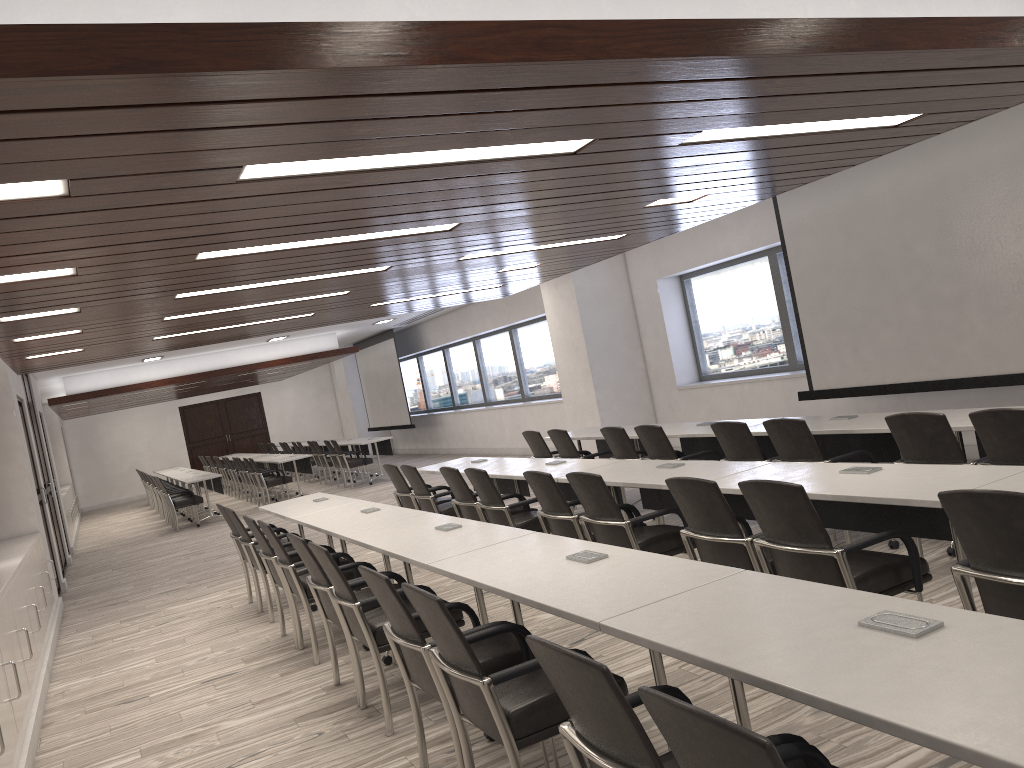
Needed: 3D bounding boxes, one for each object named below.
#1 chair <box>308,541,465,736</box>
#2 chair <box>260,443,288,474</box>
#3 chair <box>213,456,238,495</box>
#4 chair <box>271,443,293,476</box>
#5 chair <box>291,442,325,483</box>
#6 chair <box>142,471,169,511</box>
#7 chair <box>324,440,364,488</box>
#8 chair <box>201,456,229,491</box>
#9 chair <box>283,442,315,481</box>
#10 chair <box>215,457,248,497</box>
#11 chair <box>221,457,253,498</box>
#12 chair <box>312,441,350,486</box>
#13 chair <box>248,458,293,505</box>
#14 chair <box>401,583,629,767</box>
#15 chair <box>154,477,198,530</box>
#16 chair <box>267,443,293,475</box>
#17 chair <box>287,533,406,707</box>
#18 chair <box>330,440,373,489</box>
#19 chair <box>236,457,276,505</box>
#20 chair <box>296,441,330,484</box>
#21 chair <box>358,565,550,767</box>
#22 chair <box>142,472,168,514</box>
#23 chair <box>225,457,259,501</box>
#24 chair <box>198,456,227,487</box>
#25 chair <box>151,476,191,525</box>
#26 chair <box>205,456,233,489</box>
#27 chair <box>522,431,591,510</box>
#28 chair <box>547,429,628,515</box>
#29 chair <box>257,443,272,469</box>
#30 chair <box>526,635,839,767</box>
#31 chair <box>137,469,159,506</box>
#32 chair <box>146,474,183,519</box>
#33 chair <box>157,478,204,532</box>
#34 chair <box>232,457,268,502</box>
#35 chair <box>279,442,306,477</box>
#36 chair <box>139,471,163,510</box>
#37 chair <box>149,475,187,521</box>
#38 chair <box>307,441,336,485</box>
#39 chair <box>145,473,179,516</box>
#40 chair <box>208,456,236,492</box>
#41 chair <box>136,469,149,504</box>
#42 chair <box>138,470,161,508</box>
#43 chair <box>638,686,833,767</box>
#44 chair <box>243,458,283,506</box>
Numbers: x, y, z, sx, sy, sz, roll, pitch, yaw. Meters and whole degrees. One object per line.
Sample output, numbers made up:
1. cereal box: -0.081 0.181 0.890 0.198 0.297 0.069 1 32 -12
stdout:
1. chair: -0.605 1.174 4.448 0.638 0.939 0.513 -12 1 -25
2. chair: -6.143 1.936 23.098 0.638 0.939 0.513 -12 1 -25
3. chair: -6.385 2.037 20.189 0.638 0.939 0.513 -12 1 -26
4. chair: -5.494 1.832 21.724 0.638 0.939 0.513 -12 1 -26
5. chair: -4.420 1.660 19.452 0.638 0.939 0.513 -12 1 -25
6. chair: -7.721 2.315 19.532 0.638 0.939 0.513 -12 1 -26
7. chair: -3.128 1.453 16.708 0.638 0.939 0.513 -12 1 -26
8. chair: -7.452 2.208 22.465 0.638 0.939 0.513 -12 1 -25
9. chair: -4.836 1.726 20.353 0.638 0.939 0.513 -12 1 -25
10. chair: -6.171 2.003 19.712 0.638 0.939 0.513 -12 1 -26
11. chair: -5.741 1.934 18.803 0.638 0.939 0.513 -12 1 -25
12. chair: -3.556 1.521 17.612 0.638 0.939 0.513 -12 1 -25
13. chair: -4.217 1.690 15.593 0.638 0.939 0.513 -12 1 -26
14. chair: 0.036 1.071 3.072 0.638 0.939 0.513 -12 1 -25
15. chair: -5.783 2.005 15.409 0.638 0.939 0.513 -12 1 -26
16. chair: -5.719 1.868 22.206 0.638 0.939 0.513 -12 1 -25
17. chair: -0.832 1.210 4.927 0.638 0.939 0.513 -12 1 -26
18. chair: -2.906 1.417 16.236 0.638 0.939 0.513 -12 1 -25
19. chair: -4.863 1.793 16.969 0.638 0.939 0.513 -12 1 -26
20. chair: -4.199 1.625 18.978 0.638 0.939 0.513 -12 1 -25
21. chair: -0.197 1.109 3.552 0.638 0.939 0.513 -12 1 -26
22. chair: -7.512 2.282 19.051 0.638 0.939 0.513 -12 1 -25
23. chair: -5.518 1.899 18.338 0.638 0.939 0.513 -12 1 -25
24. chair: -7.687 2.247 22.926 0.638 0.939 0.513 -12 1 -26
25. chair: -6.209 2.073 16.314 0.638 0.939 0.513 -12 1 -26
26. chair: -7.029 2.141 21.561 0.638 0.939 0.513 -12 1 -25
27. chair: 0.526 0.867 8.964 0.638 0.939 0.513 -12 1 -25
28. chair: 0.762 0.828 8.501 0.638 0.939 0.513 -12 1 -25
29. chair: -6.357 1.970 23.572 0.638 0.939 0.513 -12 1 -25
30. chair: 0.459 1.003 2.190 0.638 0.939 0.513 -12 1 -26
31. chair: -8.797 2.488 21.803 0.638 0.939 0.513 -12 1 -26
32. chair: -6.860 2.177 17.674 0.638 0.939 0.513 -12 1 -25
33. chair: -5.553 1.967 14.941 0.638 0.939 0.513 -12 1 -25
34. chair: -5.083 1.828 17.438 0.638 0.939 0.513 -12 1 -26
35. chair: -5.054 1.761 20.830 0.638 0.939 0.513 -12 1 -27
36. chair: -8.156 2.385 20.428 0.638 0.939 0.513 -12 1 -26
37. chair: -6.435 2.109 16.796 0.638 0.939 0.513 -12 1 -25
38. chair: -3.763 1.554 18.090 0.638 0.939 0.513 -12 1 -26
39. chair: -7.075 2.212 18.146 0.638 0.939 0.513 -12 1 -25
40. chair: -6.815 2.106 21.089 0.638 0.939 0.513 -12 1 -25
41. chair: -9.022 2.524 22.274 0.638 0.939 0.513 -12 1 -25
42. chair: -8.380 2.421 20.902 0.638 0.939 0.513 -12 1 -25
43. chair: 0.672 0.969 1.713 0.638 0.939 0.513 -12 1 -26
44. chair: -4.454 1.728 16.069 0.638 0.939 0.513 -12 1 -26
